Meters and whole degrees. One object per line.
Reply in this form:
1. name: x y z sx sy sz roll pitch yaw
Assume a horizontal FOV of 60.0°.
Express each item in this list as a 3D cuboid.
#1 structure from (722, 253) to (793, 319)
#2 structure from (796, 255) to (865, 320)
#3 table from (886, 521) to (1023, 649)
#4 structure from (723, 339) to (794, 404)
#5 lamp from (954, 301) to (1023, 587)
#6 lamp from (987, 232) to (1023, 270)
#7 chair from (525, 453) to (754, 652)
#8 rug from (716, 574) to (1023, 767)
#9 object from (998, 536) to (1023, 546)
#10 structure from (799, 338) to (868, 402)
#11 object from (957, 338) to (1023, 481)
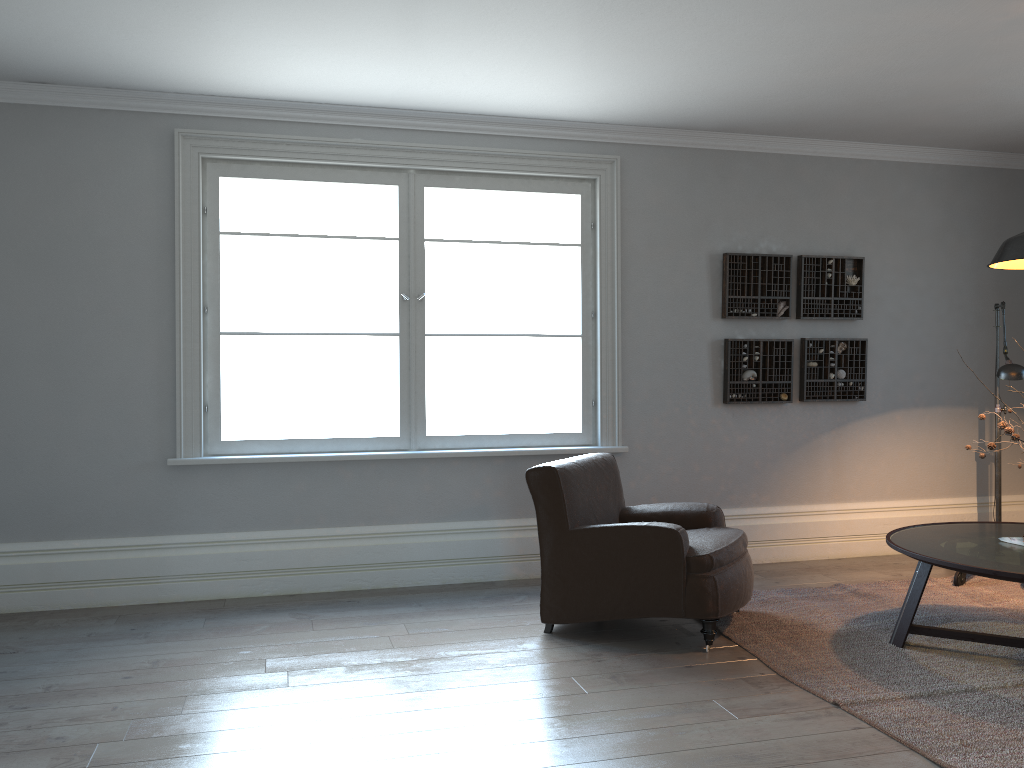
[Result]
1. structure: 1.570 -0.625 5.696 0.468 0.416 0.099 0 0 -15
2. structure: 2.095 -0.630 5.810 0.468 0.416 0.105 0 0 -15
3. table: 2.249 0.924 3.660 1.300 0.503 1.300 0 0 -22
4. structure: 1.583 -0.083 5.685 0.468 0.416 0.086 0 0 -15
5. lamp: 3.090 0.332 5.416 0.797 1.644 1.864 0 0 23
6. lamp: 2.238 -1.037 3.654 0.504 1.076 0.504 0 0 33
7. chair: 0.662 0.770 4.325 0.970 0.795 0.807 0 0 26
8. rug: 2.293 1.119 3.642 2.400 0.090 2.819 0 0 -14
9. object: 2.164 0.649 3.621 0.153 0.067 0.404 0 0 3
10. structure: 2.115 -0.094 5.825 0.468 0.416 0.086 0 0 -15
11. object: 2.209 0.145 3.541 0.525 1.066 0.853 0 0 -44
